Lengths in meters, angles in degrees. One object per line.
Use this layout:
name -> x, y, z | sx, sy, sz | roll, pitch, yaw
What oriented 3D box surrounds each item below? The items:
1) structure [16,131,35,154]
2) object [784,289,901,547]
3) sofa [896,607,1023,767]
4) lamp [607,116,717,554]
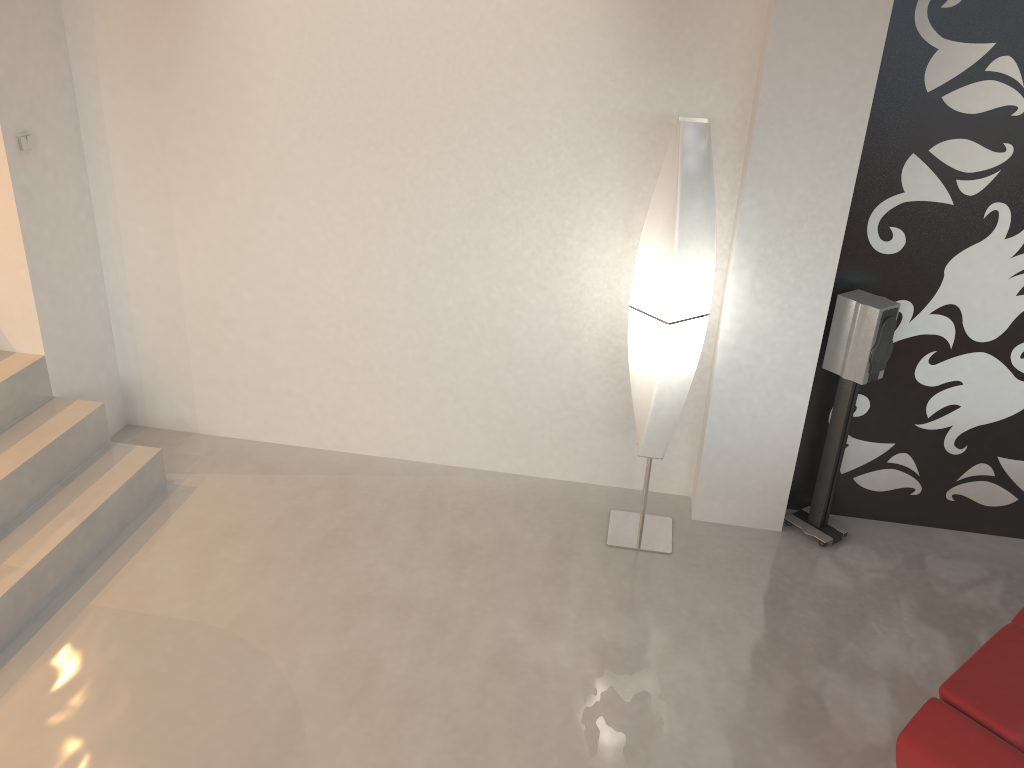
structure -> -1.987, -0.988, 3.630 | 0.016, 0.080, 0.080 | 7, 25, 8
object -> 1.399, 0.163, 3.778 | 0.214, 1.112, 0.229 | -15, 30, -33
sofa -> 1.847, 1.051, 2.386 | 1.929, 0.738, 0.951 | -18, 32, -37
lamp -> 0.612, -0.146, 3.563 | 0.313, 1.779, 0.313 | 10, 26, 15
